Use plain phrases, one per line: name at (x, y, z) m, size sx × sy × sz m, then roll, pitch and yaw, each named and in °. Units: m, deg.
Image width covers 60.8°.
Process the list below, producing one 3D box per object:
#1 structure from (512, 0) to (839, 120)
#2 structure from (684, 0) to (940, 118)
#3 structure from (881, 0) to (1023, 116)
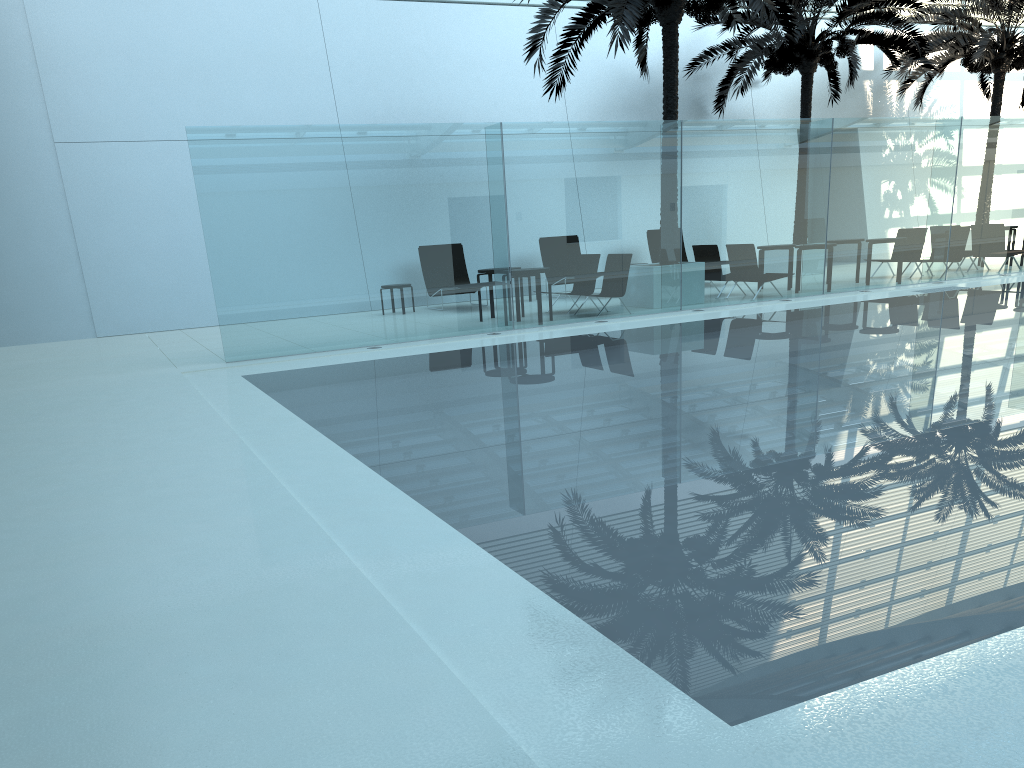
structure at (2.253, -4.796, 13.364) m, size 4.451 × 7.347 × 4.586 m, roll -5°, pitch 16°, yaw -6°
structure at (6.108, -5.819, 18.318) m, size 4.554 × 7.153 × 4.155 m, roll 11°, pitch 22°, yaw 42°
structure at (11.473, -6.640, 20.801) m, size 4.645 × 7.218 × 4.070 m, roll -1°, pitch 17°, yaw 9°
